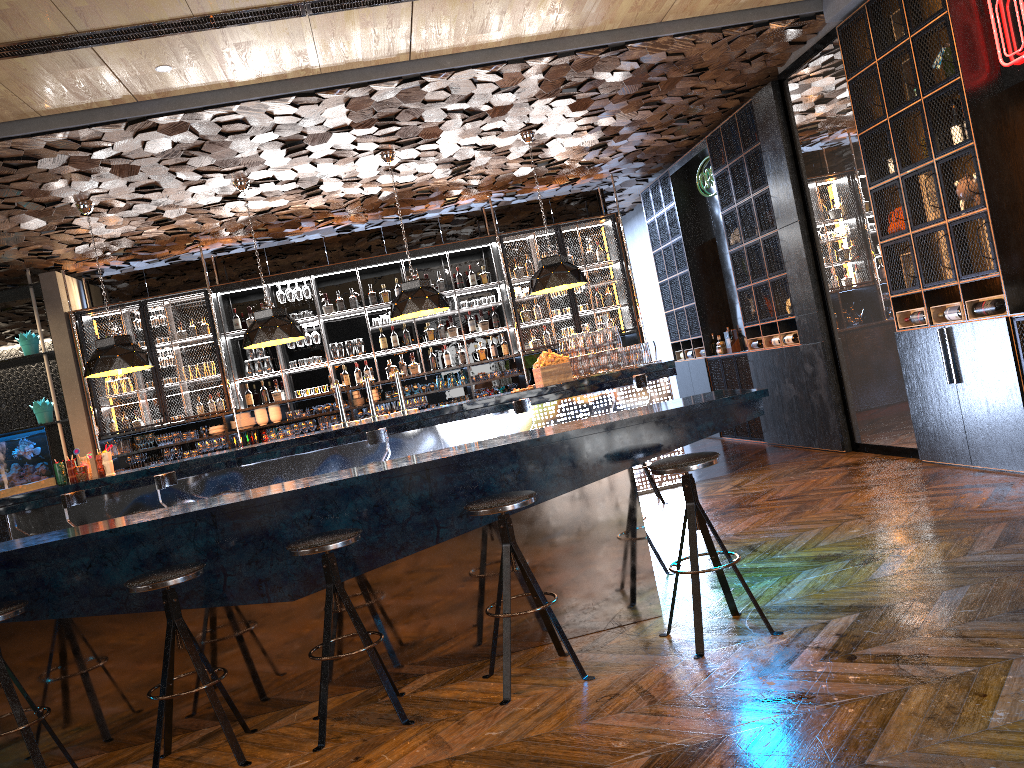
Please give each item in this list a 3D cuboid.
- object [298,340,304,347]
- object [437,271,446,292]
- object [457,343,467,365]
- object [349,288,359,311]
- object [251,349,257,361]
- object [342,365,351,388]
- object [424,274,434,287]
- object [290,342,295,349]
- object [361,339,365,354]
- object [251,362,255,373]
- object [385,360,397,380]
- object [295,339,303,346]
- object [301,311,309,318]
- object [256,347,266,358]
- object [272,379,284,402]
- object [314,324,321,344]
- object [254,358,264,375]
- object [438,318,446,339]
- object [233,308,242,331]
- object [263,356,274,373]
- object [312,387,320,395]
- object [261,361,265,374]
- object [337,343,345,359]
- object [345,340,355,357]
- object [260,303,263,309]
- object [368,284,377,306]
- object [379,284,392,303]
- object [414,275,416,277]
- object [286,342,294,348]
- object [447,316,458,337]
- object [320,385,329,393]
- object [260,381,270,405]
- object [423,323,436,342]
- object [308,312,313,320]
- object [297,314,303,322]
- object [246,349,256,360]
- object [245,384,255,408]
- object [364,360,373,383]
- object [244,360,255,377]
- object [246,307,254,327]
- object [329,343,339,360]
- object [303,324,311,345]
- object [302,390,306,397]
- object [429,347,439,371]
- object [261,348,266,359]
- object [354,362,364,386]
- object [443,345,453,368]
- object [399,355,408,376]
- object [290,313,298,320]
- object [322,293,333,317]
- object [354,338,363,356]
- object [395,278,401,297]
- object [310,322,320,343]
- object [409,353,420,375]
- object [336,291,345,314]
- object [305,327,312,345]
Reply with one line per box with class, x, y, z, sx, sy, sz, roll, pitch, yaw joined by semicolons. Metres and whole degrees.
object;-2.636;-0.585;10.998;0.092;0.244;0.092;-11;1;43
object;-0.900;-1.275;11.169;0.083;0.282;0.083;-12;0;-8
object;-0.638;-0.375;11.187;0.083;0.282;0.083;-12;1;-23
object;-1.974;-1.049;11.021;0.083;0.282;0.083;-11;0;7
object;-3.217;-0.397;10.945;0.105;0.209;0.105;-11;1;37
object;-2.065;-0.091;10.997;0.086;0.299;0.086;-11;1;41
object;-1.054;-1.241;11.133;0.123;0.279;0.123;-12;1;-19
object;-2.743;-0.564;10.983;0.092;0.244;0.092;-11;1;43
object;-1.895;-0.454;11.070;0.105;0.209;0.105;-11;1;37
object;-3.237;-0.180;10.945;0.105;0.209;0.105;-11;1;37
object;-1.509;-0.179;11.066;0.151;0.248;0.094;-12;1;-19
object;-2.614;-0.588;10.835;0.092;0.244;0.092;-11;1;43
object;-2.532;-0.843;10.868;0.089;0.092;0.089;-12;1;-39
object;-3.085;-0.423;10.860;0.105;0.209;0.105;-11;1;37
object;-2.873;0.085;10.866;0.123;0.279;0.123;-11;0;6
object;-2.439;-0.626;11.025;0.092;0.244;0.092;-11;1;43
object;-3.095;-0.208;10.846;0.105;0.209;0.105;-11;1;37
object;-0.891;-0.695;11.159;0.083;0.282;0.083;-12;0;-8
object;-3.373;-0.778;10.861;0.086;0.298;0.086;-11;1;41
object;-2.982;-0.231;10.850;0.105;0.209;0.105;-11;1;37
object;-2.416;0.086;10.964;0.089;0.092;0.089;-11;0;3
object;-3.117;-0.204;10.954;0.105;0.209;0.105;-11;1;37
object;-2.136;-0.405;11.040;0.105;0.209;0.105;-11;1;37
object;-2.000;-0.432;10.970;0.105;0.209;0.105;-11;1;37
object;-3.045;-0.845;10.877;0.086;0.299;0.086;-11;1;41
object;-1.743;-1.103;11.053;0.083;0.282;0.083;-12;1;-23
object;-1.584;-1.117;11.074;0.151;0.248;0.094;-12;0;-4
object;-1.196;-1.223;11.136;0.086;0.298;0.086;-11;1;41
object;-2.721;-0.567;10.820;0.092;0.244;0.092;-11;1;43
object;-0.754;-0.720;11.164;0.123;0.279;0.123;-11;0;6
object;-2.305;0.064;10.915;0.089;0.092;0.089;-11;0;3
object;-3.026;0.106;10.833;0.086;0.297;0.086;-11;1;26
object;-1.037;-0.646;11.138;0.151;0.248;0.094;-12;1;-19
object;-2.526;-0.846;11.054;0.089;0.092;0.089;-12;1;-39
object;-2.646;-0.821;11.026;0.089;0.092;0.089;-11;0;3
object;-3.197;-0.400;10.835;0.105;0.209;0.105;-11;1;37
object;-3.216;0.145;10.839;0.086;0.299;0.086;-11;1;41
object;-1.798;-0.146;11.035;0.086;0.298;0.086;-11;1;41
object;-3.211;-0.184;10.830;0.105;0.209;0.105;-11;1;37
object;-3.191;-0.804;10.840;0.123;0.279;0.123;-12;1;-19
object;-2.182;-0.394;10.918;0.105;0.209;0.105;-11;1;37
object;-2.518;-0.608;10.848;0.092;0.244;0.092;-11;1;43
object;-2.554;0.114;11.031;0.089;0.092;0.089;-12;1;-36
object;-0.990;-0.311;11.113;0.086;0.297;0.086;-11;1;26
object;-3.101;-0.420;10.949;0.105;0.209;0.105;-11;1;37
object;-1.916;-0.123;11.043;0.086;0.298;0.086;-11;1;41
object;-0.818;-0.347;11.170;0.086;0.298;0.086;-11;1;41
object;-1.363;-0.227;11.087;0.083;0.282;0.083;-12;0;-8
object;-2.678;-0.814;10.898;0.089;0.092;0.089;-12;1;-39
object;-2.288;-0.982;10.979;0.123;0.279;0.123;-12;1;-19
object;-1.892;-0.454;10.961;0.105;0.209;0.105;-11;1;37
object;-1.424;-1.175;11.110;0.086;0.298;0.086;-11;1;41
object;-2.417;-0.629;10.862;0.092;0.244;0.092;-11;1;43
object;-1.226;-0.252;11.092;0.123;0.279;0.123;-11;0;6
object;-2.135;-1.016;10.999;0.083;0.282;0.083;-12;1;-23
object;-2.540;-0.605;11.011;0.092;0.244;0.092;-11;1;43
